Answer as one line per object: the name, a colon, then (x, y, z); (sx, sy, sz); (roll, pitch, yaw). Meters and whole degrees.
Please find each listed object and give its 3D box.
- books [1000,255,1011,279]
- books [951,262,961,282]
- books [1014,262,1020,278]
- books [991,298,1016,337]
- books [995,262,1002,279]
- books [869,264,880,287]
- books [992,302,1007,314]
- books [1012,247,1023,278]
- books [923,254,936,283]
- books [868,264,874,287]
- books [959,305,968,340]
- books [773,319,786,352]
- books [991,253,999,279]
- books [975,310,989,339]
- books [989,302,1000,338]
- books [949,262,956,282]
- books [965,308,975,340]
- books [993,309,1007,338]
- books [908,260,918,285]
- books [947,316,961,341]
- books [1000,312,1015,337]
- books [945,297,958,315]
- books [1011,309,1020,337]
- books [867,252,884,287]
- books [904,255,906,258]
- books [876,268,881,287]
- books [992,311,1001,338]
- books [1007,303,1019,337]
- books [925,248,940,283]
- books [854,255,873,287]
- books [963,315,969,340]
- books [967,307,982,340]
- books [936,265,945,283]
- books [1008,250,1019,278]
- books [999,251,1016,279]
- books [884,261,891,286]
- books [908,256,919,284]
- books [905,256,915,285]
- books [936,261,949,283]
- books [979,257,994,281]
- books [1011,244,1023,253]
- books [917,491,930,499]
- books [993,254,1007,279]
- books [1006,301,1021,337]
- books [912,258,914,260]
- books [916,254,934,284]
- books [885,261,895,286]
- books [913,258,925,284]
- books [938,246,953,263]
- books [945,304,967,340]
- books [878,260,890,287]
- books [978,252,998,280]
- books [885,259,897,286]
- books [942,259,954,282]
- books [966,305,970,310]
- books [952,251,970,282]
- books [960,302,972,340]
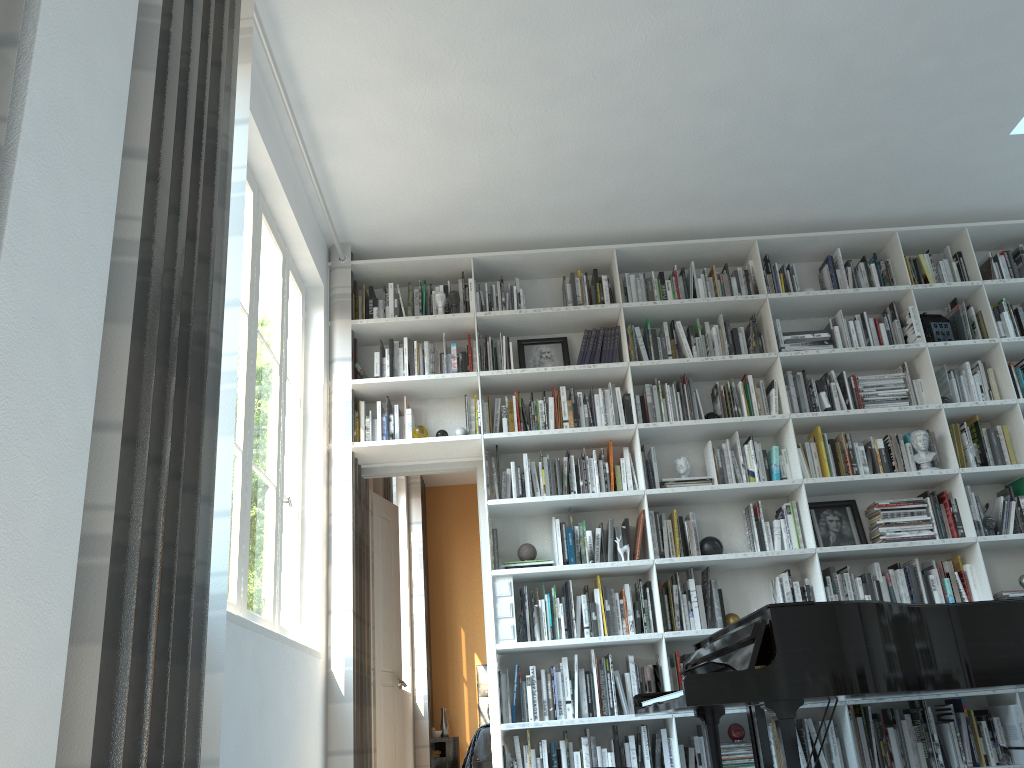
books: (2.950, -0.639, 5.366); (0.028, 0.225, 0.164); (-4, -21, -1)
books: (2.649, -0.606, 5.350); (0.022, 0.193, 0.182); (-4, -22, -1)
books: (3.033, -0.621, 5.379); (0.031, 0.190, 0.133); (-4, -21, -1)
books: (2.907, -0.335, 5.239); (0.014, 0.305, 0.153); (-4, -21, -1)
books: (2.911, -0.617, 5.356); (0.009, 0.182, 0.160); (-4, -22, -1)
books: (2.151, -0.586, 5.320); (0.023, 0.201, 0.194); (-4, -22, -1)
books: (2.895, -0.321, 5.240); (0.011, 0.282, 0.173); (-4, -21, -1)
books: (3.059, -0.669, 5.354); (0.028, 0.257, 0.185); (-4, -21, -1)
books: (2.508, -0.631, 5.371); (0.030, 0.273, 0.152); (-4, -21, -1)
books: (2.132, -0.585, 5.338); (0.012, 0.216, 0.180); (-4, -22, -1)
books: (2.622, -0.304, 5.222); (0.022, 0.270, 0.182); (-4, -21, -1)
books: (1.549, -0.225, 5.187); (0.021, 0.248, 0.192); (-4, -21, -1)
books: (2.886, -0.643, 5.368); (0.011, 0.243, 0.173); (-4, -21, -1)
books: (2.723, -0.287, 5.203); (0.008, 0.213, 0.224); (-4, -22, -1)
books: (2.809, -0.319, 5.232); (0.012, 0.284, 0.160); (-4, -21, -1)
books: (2.625, -0.606, 5.358); (0.025, 0.202, 0.163); (-4, -22, -1)
books: (2.669, -0.298, 5.223); (0.005, 0.254, 0.159); (-4, -21, -1)
books: (2.852, -0.299, 5.233); (0.026, 0.242, 0.149); (-4, -21, -1)
books: (2.393, -0.622, 5.353); (0.034, 0.260, 0.158); (-4, -21, -1)
books: (2.601, -0.268, 5.229); (0.019, 0.213, 0.156); (-4, -21, -1)
books: (2.879, -0.291, 5.210); (0.026, 0.207, 0.182); (-4, -22, -1)
books: (2.628, -0.330, 5.248); (0.025, 0.338, 0.143); (-4, -21, -1)
books: (2.932, -0.301, 5.234); (0.012, 0.234, 0.166); (-4, -21, -1)
books: (2.205, -0.627, 5.370); (0.012, 0.307, 0.138); (-4, -21, -1)
books: (2.367, -0.621, 5.350); (0.006, 0.258, 0.166); (-4, -21, -1)
books: (2.195, -0.576, 5.357); (0.014, 0.203, 0.135); (-4, -21, -1)
books: (2.833, -0.294, 5.237); (0.012, 0.238, 0.139); (-4, -21, -1)
books: (2.920, -0.319, 5.231); (0.010, 0.267, 0.166); (-4, -21, -1)
books: (2.527, -0.649, 5.359); (0.010, 0.296, 0.168); (-4, -21, -1)
books: (2.120, -0.613, 5.338); (0.010, 0.269, 0.180); (-4, -21, -1)
books: (2.638, -0.273, 5.226); (0.024, 0.216, 0.169); (-4, -21, -1)
books: (2.691, -0.301, 5.209); (0.013, 0.247, 0.187); (-4, -21, -1)
books: (2.547, -0.597, 5.336); (0.022, 0.179, 0.173); (-4, -22, -1)
books: (3.004, -0.656, 5.374); (0.021, 0.255, 0.169); (-4, -21, -1)
books: (2.978, -0.655, 5.371); (0.030, 0.254, 0.162); (-4, -21, -1)
books: (2.248, -0.599, 5.361); (0.014, 0.243, 0.145); (-4, -21, -1)
books: (2.414, -0.621, 5.361); (0.008, 0.261, 0.142); (-4, -21, -1)
books: (2.361, -0.616, 5.332); (0.007, 0.238, 0.192); (-4, -22, -1)
books: (2.570, -0.608, 5.341); (0.024, 0.201, 0.181); (-4, -22, -1)
books: (2.851, -0.628, 5.345); (0.046, 0.205, 0.184); (-4, -22, -1)
books: (3.084, -0.678, 5.382); (0.024, 0.291, 0.168); (-4, -21, -1)
books: (2.281, 0.745, 4.851); (0.011, 0.297, 0.131); (-4, -21, -1)
books: (2.920, -0.644, 5.353); (0.013, 0.228, 0.174); (-4, -21, -1)
books: (2.945, -0.327, 5.251); (0.021, 0.295, 0.139); (-4, -21, -1)
books: (2.436, -0.617, 5.378); (0.007, 0.263, 0.133); (-4, -21, -1)
books: (2.467, -0.626, 5.347); (0.054, 0.253, 0.191); (-4, -21, -1)
books: (2.262, -0.601, 5.352); (0.014, 0.238, 0.153); (-4, -21, -1)
books: (2.427, -0.615, 5.339); (0.015, 0.233, 0.171); (-4, -21, -1)
books: (2.662, -0.664, 5.390); (0.012, 0.328, 0.129); (-4, -21, -1)
books: (2.606, -0.308, 5.209); (0.021, 0.271, 0.191); (-4, -21, -1)
books: (2.227, -0.601, 5.351); (0.028, 0.243, 0.161); (-4, -21, -1)
books: (2.876, -0.646, 5.359); (0.009, 0.243, 0.174); (-4, -21, -1)
books: (2.279, -0.608, 5.362); (0.022, 0.256, 0.137); (-4, -21, -1)
books: (2.597, -0.616, 5.340); (0.031, 0.212, 0.170); (-4, -21, -1)
books: (2.714, -0.310, 5.249); (0.005, 0.290, 0.131); (-4, -21, -1)
books: (2.685, -0.642, 5.347); (0.029, 0.252, 0.187); (-4, -21, -1)
books: (2.645, -0.315, 5.219); (0.021, 0.287, 0.180); (-4, -21, -1)
